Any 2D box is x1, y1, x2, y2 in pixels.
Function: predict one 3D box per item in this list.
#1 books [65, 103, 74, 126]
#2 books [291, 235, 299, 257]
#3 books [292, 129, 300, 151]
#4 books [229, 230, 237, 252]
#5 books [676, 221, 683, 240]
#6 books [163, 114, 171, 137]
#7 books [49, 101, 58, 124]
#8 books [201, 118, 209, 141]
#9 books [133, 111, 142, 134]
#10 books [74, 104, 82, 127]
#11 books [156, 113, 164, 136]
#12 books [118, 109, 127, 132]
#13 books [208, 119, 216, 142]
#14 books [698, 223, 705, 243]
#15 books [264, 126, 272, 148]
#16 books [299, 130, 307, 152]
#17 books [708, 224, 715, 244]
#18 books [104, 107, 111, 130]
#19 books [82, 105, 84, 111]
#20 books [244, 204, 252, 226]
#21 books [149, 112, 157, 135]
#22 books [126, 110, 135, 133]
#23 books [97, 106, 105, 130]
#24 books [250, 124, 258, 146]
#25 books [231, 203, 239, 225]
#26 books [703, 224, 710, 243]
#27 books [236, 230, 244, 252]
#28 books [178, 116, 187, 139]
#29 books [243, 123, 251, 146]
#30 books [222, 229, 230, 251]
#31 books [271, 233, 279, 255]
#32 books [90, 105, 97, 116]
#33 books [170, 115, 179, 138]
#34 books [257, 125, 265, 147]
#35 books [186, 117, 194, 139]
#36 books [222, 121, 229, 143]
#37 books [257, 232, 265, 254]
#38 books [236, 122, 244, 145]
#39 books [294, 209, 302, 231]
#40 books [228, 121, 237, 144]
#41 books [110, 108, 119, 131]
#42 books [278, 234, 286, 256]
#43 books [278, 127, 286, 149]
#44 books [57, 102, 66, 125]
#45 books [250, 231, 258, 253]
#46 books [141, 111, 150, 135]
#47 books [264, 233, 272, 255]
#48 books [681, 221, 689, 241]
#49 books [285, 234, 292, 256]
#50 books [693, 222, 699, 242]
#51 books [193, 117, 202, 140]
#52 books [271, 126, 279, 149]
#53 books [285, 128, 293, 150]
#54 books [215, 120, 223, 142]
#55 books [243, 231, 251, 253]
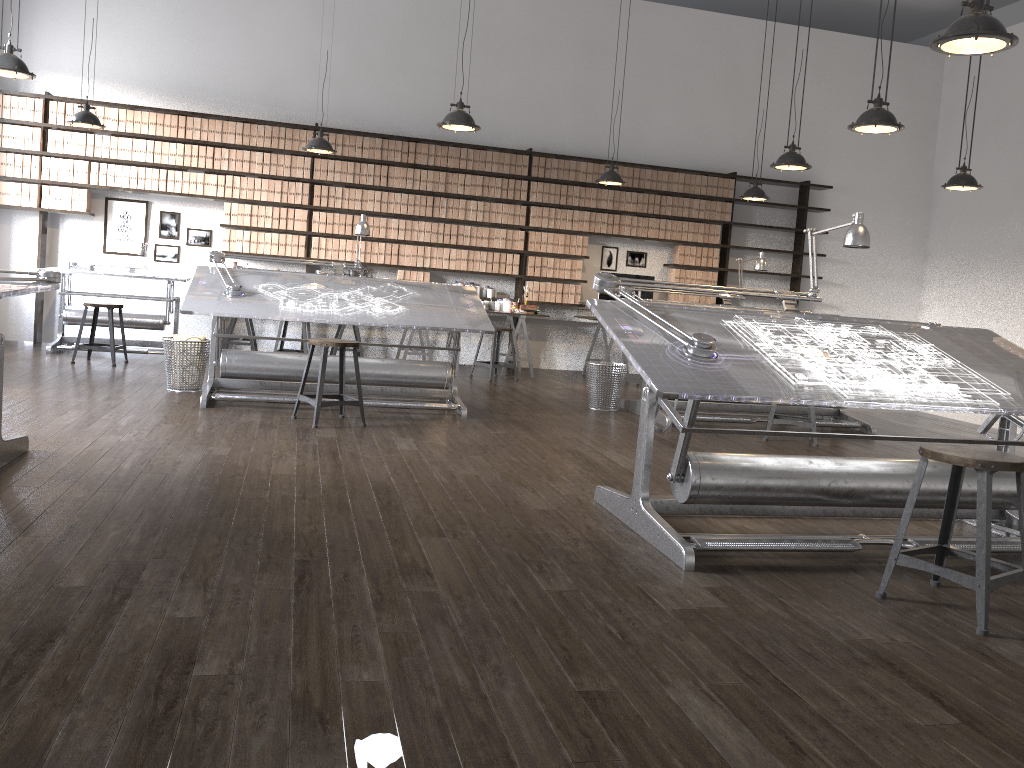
[{"bbox_3d":[-4.354,-2.649,8.758,0.066,0.225,0.175,4,5,-14],"label":"books"},{"bbox_3d":[-2.290,-1.454,9.346,0.066,0.225,0.175,4,5,-14],"label":"books"},{"bbox_3d":[-2.260,-2.542,9.270,0.066,0.225,0.175,4,5,-14],"label":"books"},{"bbox_3d":[-2.889,-1.485,9.198,0.066,0.225,0.175,4,5,-14],"label":"books"},{"bbox_3d":[1.918,-1.783,10.330,0.066,0.225,0.175,4,5,-14],"label":"books"},{"bbox_3d":[-3.480,-2.604,8.969,0.066,0.225,0.175,4,5,-14],"label":"books"},{"bbox_3d":[-4.498,-2.656,8.723,0.066,0.225,0.175,4,5,-14],"label":"books"},{"bbox_3d":[-3.135,-2.586,9.055,0.066,0.225,0.175,4,5,-14],"label":"books"},{"bbox_3d":[-3.750,-2.618,8.906,0.066,0.225,0.175,4,5,-14],"label":"books"},{"bbox_3d":[-4.284,-2.645,8.770,0.066,0.225,0.175,4,5,-14],"label":"books"},{"bbox_3d":[-3.541,-2.606,8.949,0.067,0.225,0.175,4,5,-14],"label":"books"},{"bbox_3d":[-3.885,-2.624,8.867,0.067,0.225,0.175,4,5,-14],"label":"books"},{"bbox_3d":[-3.066,-2.583,9.072,0.066,0.225,0.175,4,5,-14],"label":"books"},{"bbox_3d":[2.183,-1.769,10.389,0.067,0.225,0.175,4,5,-14],"label":"books"},{"bbox_3d":[-2.530,-2.555,9.196,0.066,0.225,0.175,4,5,-14],"label":"books"},{"bbox_3d":[-2.191,-2.538,9.282,0.066,0.225,0.175,4,5,-14],"label":"books"},{"bbox_3d":[2.316,-1.763,10.428,0.066,0.225,0.175,4,5,-14],"label":"books"},{"bbox_3d":[-4.017,-2.631,8.838,0.066,0.225,0.175,4,5,-14],"label":"books"},{"bbox_3d":[-4.216,-2.642,8.791,0.066,0.225,0.175,4,5,-14],"label":"books"},{"bbox_3d":[-2.743,-1.746,9.208,0.067,0.225,0.175,4,5,-14],"label":"books"},{"bbox_3d":[-3.611,-2.610,8.932,0.066,0.225,0.175,4,5,-14],"label":"books"},{"bbox_3d":[-3.818,-2.621,8.887,0.066,0.225,0.175,4,5,-14],"label":"books"},{"bbox_3d":[-4.081,-2.634,8.818,0.067,0.225,0.175,4,5,-14],"label":"books"},{"bbox_3d":[-2.669,-2.563,9.170,0.066,0.225,0.175,4,5,-14],"label":"books"},{"bbox_3d":[-2.869,-1.753,9.180,0.066,0.225,0.175,4,5,-14],"label":"books"},{"bbox_3d":[2.247,-1.767,10.411,0.066,0.225,0.175,4,5,-14],"label":"books"},{"bbox_3d":[-2.828,-1.481,9.211,0.066,0.225,0.175,4,5,-14],"label":"books"},{"bbox_3d":[-3.344,-2.596,8.999,0.067,0.225,0.175,4,5,-14],"label":"books"},{"bbox_3d":[-2.737,-2.566,9.151,0.066,0.225,0.175,4,5,-14],"label":"books"},{"bbox_3d":[-2.953,-1.487,9.177,0.067,0.225,0.175,4,5,-14],"label":"books"},{"bbox_3d":[-2.483,-1.463,9.292,0.066,0.225,0.175,4,5,-14],"label":"books"},{"bbox_3d":[-4.147,-2.638,8.808,0.066,0.225,0.175,4,5,-14],"label":"books"},{"bbox_3d":[-3.417,-2.601,8.986,0.066,0.225,0.175,4,5,-14],"label":"books"},{"bbox_3d":[-2.601,-2.559,9.182,0.066,0.225,0.175,4,5,-14],"label":"books"},{"bbox_3d":[-3.273,-2.593,9.022,0.066,0.225,0.175,4,5,-14],"label":"books"},{"bbox_3d":[-2.936,-2.576,9.102,0.066,0.225,0.175,4,5,-14],"label":"books"},{"bbox_3d":[-2.623,-1.471,9.265,0.066,0.225,0.175,4,5,-14],"label":"books"},{"bbox_3d":[-2.804,-2.569,9.131,0.067,0.225,0.175,4,5,-14],"label":"books"},{"bbox_3d":[-2.254,-1.722,9.331,0.066,0.225,0.175,4,5,-14],"label":"books"},{"bbox_3d":[-2.875,-2.573,9.116,0.066,0.225,0.175,4,5,-14],"label":"books"},{"bbox_3d":[-3.956,-2.628,8.852,0.066,0.225,0.175,4,5,-14],"label":"books"},{"bbox_3d":[-2.413,-1.460,9.309,0.067,0.225,0.175,4,5,-14],"label":"books"},{"bbox_3d":[-2.399,-2.548,9.233,0.066,0.225,0.175,4,5,-14],"label":"books"},{"bbox_3d":[-4.425,-2.652,8.735,0.067,0.225,0.175,4,5,-14],"label":"books"},{"bbox_3d":[-2.690,-1.475,9.247,0.066,0.225,0.175,4,5,-14],"label":"books"},{"bbox_3d":[-3.682,-2.614,8.918,0.066,0.225,0.175,4,5,-14],"label":"books"},{"bbox_3d":[-2.554,-1.467,9.278,0.066,0.225,0.175,4,5,-14],"label":"books"},{"bbox_3d":[1.987,-1.779,10.343,0.067,0.225,0.175,4,5,-14],"label":"books"},{"bbox_3d":[-2.353,-1.457,9.328,0.066,0.225,0.175,4,5,-14],"label":"books"},{"bbox_3d":[2.118,-1.773,10.378,0.066,0.225,0.175,4,5,-14],"label":"books"},{"bbox_3d":[-3.203,-2.589,9.034,0.066,0.225,0.175,4,5,-14],"label":"books"},{"bbox_3d":[-2.460,-2.551,9.213,0.067,0.225,0.175,4,5,-14],"label":"books"},{"bbox_3d":[-2.327,-2.545,9.251,0.066,0.225,0.175,4,5,-14],"label":"books"},{"bbox_3d":[-3.000,-2.579,9.082,0.067,0.225,0.175,4,5,-14],"label":"books"},{"bbox_3d":[-2.757,-1.478,9.226,0.067,0.225,0.175,4,5,-14],"label":"books"}]
